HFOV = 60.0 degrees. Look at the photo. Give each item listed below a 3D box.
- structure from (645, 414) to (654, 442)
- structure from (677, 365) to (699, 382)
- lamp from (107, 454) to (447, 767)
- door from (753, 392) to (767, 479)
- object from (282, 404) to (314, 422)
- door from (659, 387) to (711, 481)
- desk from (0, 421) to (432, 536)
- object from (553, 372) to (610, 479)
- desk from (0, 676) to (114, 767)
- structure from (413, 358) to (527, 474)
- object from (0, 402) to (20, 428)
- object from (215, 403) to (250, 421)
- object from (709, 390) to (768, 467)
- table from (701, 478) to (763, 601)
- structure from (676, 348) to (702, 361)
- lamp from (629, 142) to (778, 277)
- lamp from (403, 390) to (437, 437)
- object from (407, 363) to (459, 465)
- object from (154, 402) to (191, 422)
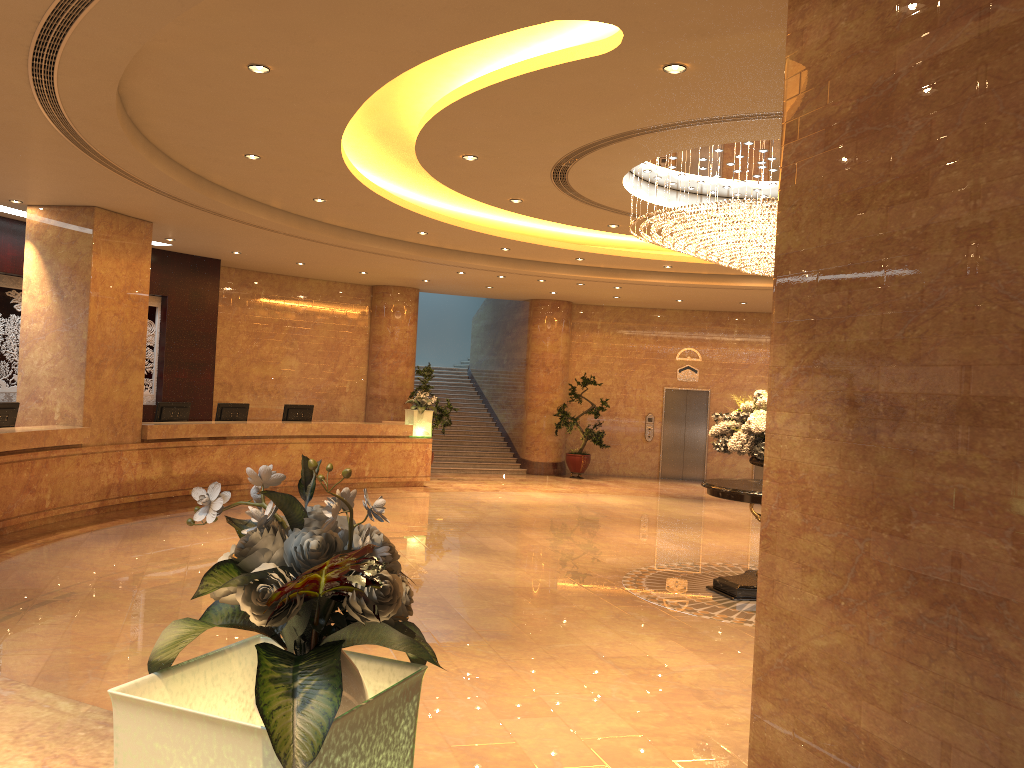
[{"bbox_3d":[3.223,1.023,20.774,0.200,0.661,0.053,3,0,4],"label":"structure"},{"bbox_3d":[4.114,-0.252,20.727,0.504,0.405,0.012,3,0,7],"label":"structure"},{"bbox_3d":[-0.390,0.583,1.686,0.573,0.923,0.598,3,0,30],"label":"lamp"},{"bbox_3d":[6.114,1.285,20.316,1.070,2.149,0.150,3,0,18],"label":"door"},{"bbox_3d":[-3.770,0.609,15.593,0.531,0.500,0.430,3,0,-10],"label":"object"},{"bbox_3d":[4.040,1.172,20.764,1.070,2.145,0.150,3,0,7],"label":"door"},{"bbox_3d":[-4.773,1.165,11.708,3.466,1.155,12.951,3,0,17],"label":"desk"},{"bbox_3d":[1.547,0.926,19.730,1.250,2.363,0.843,3,0,4],"label":"object"},{"bbox_3d":[-2.511,1.260,2.483,5.227,1.155,1.570,3,0,36],"label":"desk"},{"bbox_3d":[-1.816,-0.850,22.915,9.849,5.560,7.472,3,0,-18],"label":"structure"},{"bbox_3d":[-6.139,0.466,10.598,0.430,0.500,0.531,3,0,44],"label":"object"},{"bbox_3d":[-4.602,0.561,14.572,0.531,0.500,0.430,3,0,-15],"label":"object"},{"bbox_3d":[2.697,0.546,9.021,1.318,0.999,1.277,3,0,13],"label":"object"},{"bbox_3d":[2.664,1.588,9.045,1.493,1.089,1.493,3,0,-25],"label":"table"},{"bbox_3d":[4.138,-0.698,20.726,0.600,0.293,0.010,3,0,7],"label":"structure"},{"bbox_3d":[2.822,-1.696,9.108,3.204,1.196,3.206,3,0,19],"label":"lamp"},{"bbox_3d":[-1.705,0.545,16.759,0.606,0.897,0.532,3,0,-39],"label":"lamp"},{"bbox_3d":[-1.750,0.743,18.203,0.843,2.363,1.250,3,0,-37],"label":"object"},{"bbox_3d":[-5.205,0.526,13.587,0.531,0.500,0.430,3,0,-22],"label":"object"}]
